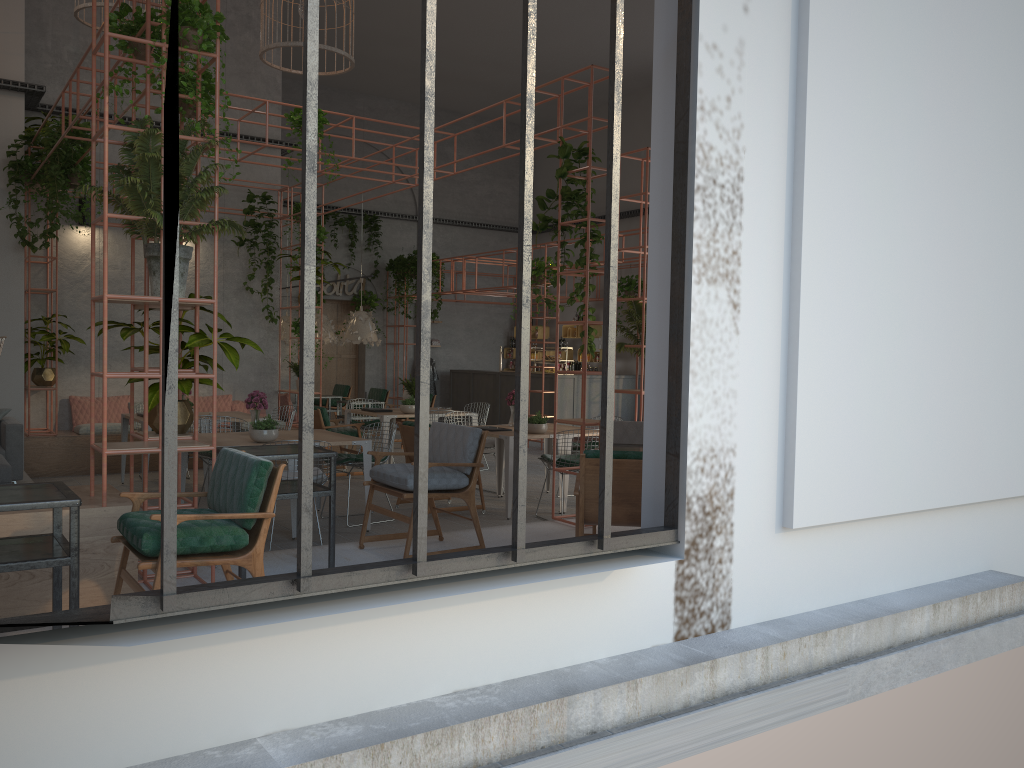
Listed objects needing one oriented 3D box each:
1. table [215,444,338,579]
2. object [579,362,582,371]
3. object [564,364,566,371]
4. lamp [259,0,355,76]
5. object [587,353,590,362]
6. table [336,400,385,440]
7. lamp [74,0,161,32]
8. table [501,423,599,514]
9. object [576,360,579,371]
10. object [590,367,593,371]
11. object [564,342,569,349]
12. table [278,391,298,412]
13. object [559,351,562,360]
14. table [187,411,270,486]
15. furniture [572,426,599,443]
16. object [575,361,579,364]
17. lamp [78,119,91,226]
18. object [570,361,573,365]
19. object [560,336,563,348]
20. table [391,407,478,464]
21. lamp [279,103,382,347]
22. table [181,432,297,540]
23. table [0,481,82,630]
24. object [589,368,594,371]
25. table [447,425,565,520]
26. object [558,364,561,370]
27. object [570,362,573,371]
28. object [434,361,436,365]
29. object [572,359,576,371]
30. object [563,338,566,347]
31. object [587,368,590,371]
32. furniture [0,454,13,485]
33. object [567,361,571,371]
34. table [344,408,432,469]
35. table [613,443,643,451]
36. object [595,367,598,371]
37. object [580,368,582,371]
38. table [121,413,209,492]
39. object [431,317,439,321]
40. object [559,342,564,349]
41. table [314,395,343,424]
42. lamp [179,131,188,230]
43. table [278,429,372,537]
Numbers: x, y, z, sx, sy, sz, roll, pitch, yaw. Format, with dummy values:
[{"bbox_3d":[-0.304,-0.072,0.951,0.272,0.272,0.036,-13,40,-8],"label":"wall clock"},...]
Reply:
[{"bbox_3d":[-1.545,0.824,5.763,0.635,0.798,0.602,0,2,-34],"label":"table"},{"bbox_3d":[1.508,-0.402,19.685,0.074,0.287,0.072,1,2,-2],"label":"object"},{"bbox_3d":[1.202,-0.378,19.821,0.073,0.219,0.105,0,2,-28],"label":"object"},{"bbox_3d":[-1.913,-4.808,8.390,0.883,3.476,0.883,2,2,18],"label":"lamp"},{"bbox_3d":[1.661,-0.573,19.124,0.069,0.191,0.069,1,2,-17],"label":"object"},{"bbox_3d":[-2.543,0.687,14.860,0.635,0.798,0.602,0,2,-34],"label":"table"},{"bbox_3d":[-4.051,-5.517,9.207,0.883,3.476,0.883,2,2,18],"label":"lamp"},{"bbox_3d":[0.488,0.904,9.857,0.694,0.830,1.214,0,2,-34],"label":"table"},{"bbox_3d":[1.442,-0.399,19.637,0.065,0.280,0.065,2,2,9],"label":"object"},{"bbox_3d":[1.716,-0.301,19.180,0.073,0.131,0.073,-1,3,-41],"label":"object"},{"bbox_3d":[1.230,-0.874,20.049,0.115,0.147,0.115,0,2,-25],"label":"object"},{"bbox_3d":[-4.509,0.544,17.763,0.635,0.798,0.602,0,2,-34],"label":"table"},{"bbox_3d":[1.107,-0.648,19.969,0.072,0.248,0.094,0,2,-34],"label":"object"},{"bbox_3d":[-3.423,0.786,10.566,0.694,0.830,1.214,0,2,-34],"label":"table"},{"bbox_3d":[1.515,0.947,14.716,0.941,0.446,0.976,0,2,-34],"label":"furniture"},{"bbox_3d":[1.444,-0.389,19.855,0.072,0.248,0.094,0,2,-34],"label":"object"},{"bbox_3d":[-5.637,-2.823,11.748,0.179,1.425,0.185,0,2,-34],"label":"lamp"},{"bbox_3d":[1.328,-0.389,19.773,0.072,0.248,0.094,0,2,-34],"label":"object"},{"bbox_3d":[1.114,-0.950,20.097,0.066,0.291,0.066,0,2,-28],"label":"object"},{"bbox_3d":[-1.086,0.779,12.149,0.694,0.830,1.214,0,2,-34],"label":"table"},{"bbox_3d":[-3.493,-2.717,16.228,0.704,4.052,4.456,0,2,-34],"label":"lamp"},{"bbox_3d":[-2.465,0.899,7.910,0.694,0.830,1.205,0,2,-34],"label":"table"},{"bbox_3d":[-2.261,0.876,3.854,0.635,0.798,0.602,0,2,-34],"label":"table"},{"bbox_3d":[1.725,-0.293,19.283,0.115,0.107,0.115,0,2,-28],"label":"object"},{"bbox_3d":[-0.086,0.906,9.463,0.694,0.830,1.205,0,2,-34],"label":"table"},{"bbox_3d":[1.059,-0.384,20.013,0.070,0.209,0.070,2,2,16],"label":"object"},{"bbox_3d":[1.320,-0.385,19.648,0.082,0.246,0.082,1,2,-2],"label":"object"},{"bbox_3d":[-1.802,-0.464,20.806,0.033,0.146,0.070,2,2,27],"label":"object"},{"bbox_3d":[1.371,-0.403,19.582,0.066,0.291,0.066,3,3,40],"label":"object"},{"bbox_3d":[1.183,-0.950,20.140,0.066,0.291,0.066,1,2,6],"label":"object"},{"bbox_3d":[1.622,-0.292,19.213,0.115,0.107,0.115,2,2,22],"label":"object"},{"bbox_3d":[-4.915,0.858,7.713,0.941,0.446,0.975,0,2,-34],"label":"furniture"},{"bbox_3d":[1.267,-0.389,19.734,0.072,0.248,0.094,0,2,-34],"label":"object"},{"bbox_3d":[-1.660,0.781,11.755,0.694,0.830,1.205,0,2,-34],"label":"table"},{"bbox_3d":[0.940,0.857,6.295,0.602,0.798,0.635,1,2,6],"label":"table"},{"bbox_3d":[1.831,-0.302,19.265,0.073,0.131,0.073,-1,3,-41],"label":"object"},{"bbox_3d":[1.550,-0.298,19.320,0.115,0.107,0.115,0,3,-37],"label":"object"},{"bbox_3d":[-3.998,0.788,10.172,0.694,0.830,1.205,0,2,-34],"label":"table"},{"bbox_3d":[-1.808,-1.517,20.688,0.263,0.101,0.013,0,2,-34],"label":"object"},{"bbox_3d":[1.121,-0.874,19.975,0.115,0.147,0.115,0,2,-25],"label":"object"},{"bbox_3d":[-3.526,0.616,16.312,0.635,0.798,0.602,0,2,-34],"label":"table"},{"bbox_3d":[-4.636,-2.826,12.426,0.179,1.425,0.185,0,2,-34],"label":"lamp"},{"bbox_3d":[-1.892,0.897,8.303,0.694,0.830,1.214,0,2,-34],"label":"table"}]
